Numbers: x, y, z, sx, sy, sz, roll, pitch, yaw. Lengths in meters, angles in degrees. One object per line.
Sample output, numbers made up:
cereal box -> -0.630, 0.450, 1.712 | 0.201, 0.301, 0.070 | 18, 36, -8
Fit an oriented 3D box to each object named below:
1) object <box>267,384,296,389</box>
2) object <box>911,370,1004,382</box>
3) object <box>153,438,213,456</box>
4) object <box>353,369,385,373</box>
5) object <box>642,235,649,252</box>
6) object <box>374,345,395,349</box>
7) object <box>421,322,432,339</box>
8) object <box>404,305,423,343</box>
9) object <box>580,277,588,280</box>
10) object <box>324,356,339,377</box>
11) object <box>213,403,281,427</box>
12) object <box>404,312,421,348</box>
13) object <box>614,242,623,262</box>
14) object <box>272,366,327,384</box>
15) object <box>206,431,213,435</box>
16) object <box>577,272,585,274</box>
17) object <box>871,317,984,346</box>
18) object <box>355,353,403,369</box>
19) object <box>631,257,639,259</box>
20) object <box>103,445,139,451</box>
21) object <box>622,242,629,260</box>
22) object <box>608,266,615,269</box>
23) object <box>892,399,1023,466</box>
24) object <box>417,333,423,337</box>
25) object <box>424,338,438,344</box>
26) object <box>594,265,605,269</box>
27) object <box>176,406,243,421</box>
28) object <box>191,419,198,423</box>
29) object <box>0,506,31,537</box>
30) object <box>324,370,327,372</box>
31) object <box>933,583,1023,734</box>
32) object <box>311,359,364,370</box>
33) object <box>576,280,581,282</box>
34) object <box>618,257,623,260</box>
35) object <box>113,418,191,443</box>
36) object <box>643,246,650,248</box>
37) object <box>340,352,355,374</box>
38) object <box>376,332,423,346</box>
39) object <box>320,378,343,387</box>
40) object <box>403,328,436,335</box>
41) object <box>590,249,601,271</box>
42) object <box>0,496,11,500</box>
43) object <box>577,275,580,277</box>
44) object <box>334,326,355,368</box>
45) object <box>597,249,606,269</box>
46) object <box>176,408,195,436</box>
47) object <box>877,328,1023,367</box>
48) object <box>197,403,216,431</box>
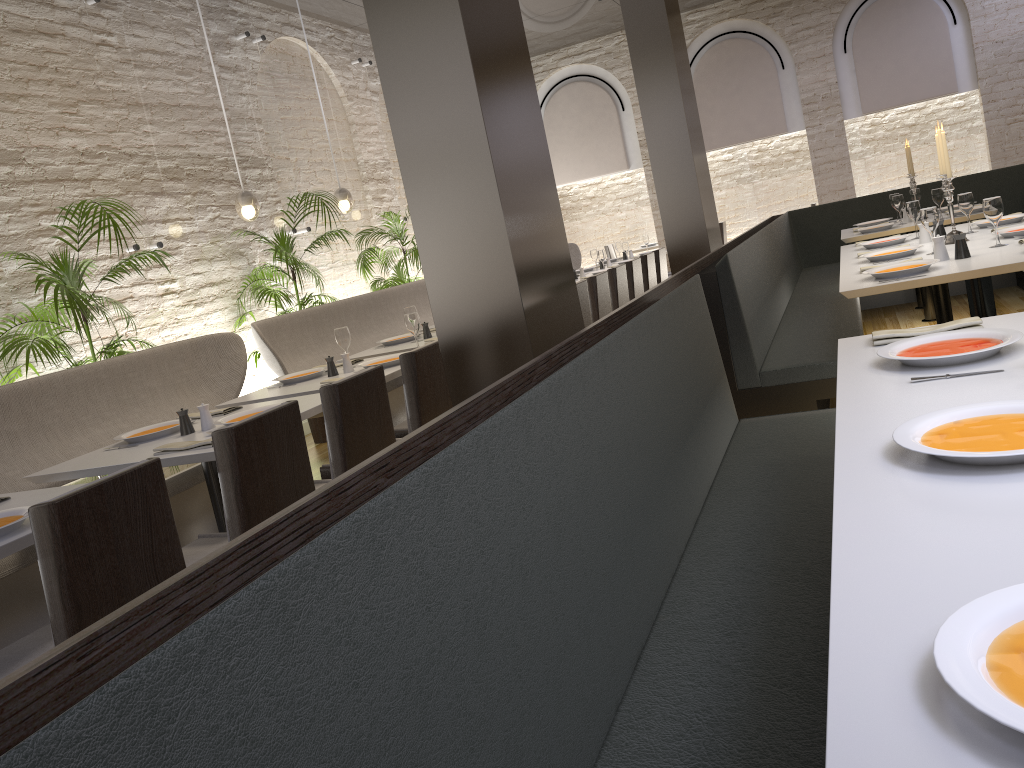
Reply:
object -> -1.216, 0.011, 4.687 | 0.185, 0.010, 0.017 | -8, 9, 22
object -> 0.974, -0.021, 1.942 | 0.185, 0.010, 0.017 | -8, 9, 22
object -> -1.172, 0.222, 3.278 | 0.272, 0.033, 0.144 | -8, 9, 22
object -> -0.725, -0.064, 4.485 | 0.181, 0.015, 0.038 | -8, 9, 23
object -> 1.706, -1.761, 11.225 | 0.086, 0.230, 0.086 | -17, 9, -38
object -> -0.815, -0.244, 5.759 | 0.185, 0.010, 0.017 | -8, 9, 22
object -> -0.558, -0.352, 5.768 | 0.059, 0.109, 0.060 | -10, 7, 14
object -> -0.633, -0.383, 5.680 | 0.087, 0.230, 0.086 | -15, 7, -20
object -> 0.805, -1.039, 8.573 | 0.272, 0.033, 0.144 | -8, 9, 22
object -> -0.958, -0.096, 4.695 | 0.059, 0.109, 0.060 | -8, 8, 30
object -> -1.049, 0.136, 3.608 | 0.321, 0.036, 0.323 | -12, 9, 0
object -> -0.530, -0.275, 4.859 | 0.086, 0.230, 0.086 | -15, 8, -26
object -> 1.316, -1.627, 10.901 | 0.086, 0.230, 0.086 | -17, 9, -38
object -> -1.150, -0.040, 4.853 | 0.323, 0.036, 0.321 | -18, 10, -32
object -> -1.115, 0.184, 3.442 | 0.181, 0.015, 0.038 | -8, 9, 23
object -> 0.752, -1.244, 9.955 | 0.185, 0.010, 0.017 | -8, 9, 22
object -> 1.149, -0.151, 2.465 | 0.272, 0.033, 0.144 | -8, 9, 22
object -> -0.659, -0.113, 4.652 | 0.323, 0.036, 0.321 | -18, 10, -32
object -> 1.577, -1.532, 10.641 | 0.272, 0.033, 0.144 | -8, 9, 22
object -> -1.606, 0.260, 3.643 | 0.185, 0.010, 0.017 | -8, 9, 22
object -> 1.318, -1.514, 10.186 | 0.086, 0.230, 0.086 | -17, 9, -38
object -> 1.185, -1.282, 9.590 | 0.272, 0.033, 0.144 | -8, 9, 22
object -> 0.797, 0.085, 1.449 | 0.321, 0.036, 0.323 | -12, 9, -2
object -> -0.691, -0.326, 6.091 | 0.181, 0.015, 0.038 | -8, 9, 23
object -> -0.382, -0.282, 5.394 | 0.272, 0.033, 0.144 | -8, 9, 22
object -> 0.952, -1.365, 10.431 | 0.272, 0.033, 0.144 | -8, 9, 22
object -> -1.405, 0.138, 4.118 | 0.272, 0.033, 0.144 | -8, 9, 22
object -> -1.482, 0.178, 3.975 | 0.181, 0.015, 0.038 | -8, 9, 23
object -> -1.479, 0.410, 2.455 | 0.321, 0.036, 0.323 | -12, 9, 0
object -> -1.092, -0.071, 5.019 | 0.181, 0.015, 0.038 | -8, 9, 23
object -> 0.541, 0.248, 0.764 | 0.321, 0.036, 0.323 | -12, 9, -2
object -> -1.015, -0.111, 5.162 | 0.272, 0.033, 0.144 | -8, 9, 22
object -> 0.544, -0.880, 7.873 | 0.321, 0.036, 0.323 | -12, 9, 0
object -> 1.344, -1.616, 11.481 | 0.272, 0.033, 0.144 | -8, 9, 22
object -> -1.540, 0.209, 3.809 | 0.321, 0.036, 0.323 | -12, 9, 0
object -> 2.070, -2.115, 13.676 | 0.185, 0.010, 0.017 | -8, 9, 22
object -> -0.878, -0.116, 4.711 | 0.059, 0.109, 0.060 | -8, 8, 30
object -> -0.750, -0.295, 5.926 | 0.321, 0.036, 0.323 | -11, 9, 5
object -> -0.783, -0.027, 4.321 | 0.272, 0.033, 0.144 | -8, 9, 22
object -> -0.615, -0.366, 6.234 | 0.272, 0.033, 0.144 | -8, 9, 22
object -> 0.928, -1.379, 9.863 | 0.086, 0.230, 0.086 | -17, 9, -38
object -> -1.835, 0.413, 2.966 | 0.272, 0.033, 0.144 | -8, 9, 22
object -> 0.573, -1.123, 9.414 | 0.272, 0.033, 0.144 | -8, 9, 22
object -> -0.922, -0.199, 4.907 | 0.086, 0.230, 0.086 | -15, 8, -26
object -> 0.940, -1.273, 9.175 | 0.086, 0.230, 0.086 | -17, 9, -38
object -> -1.348, 0.152, 3.652 | 0.059, 0.109, 0.060 | -10, 7, 14
object -> 1.058, -0.082, 2.149 | 0.321, 0.036, 0.324 | -4, 12, 41
object -> -1.268, 0.133, 3.668 | 0.059, 0.109, 0.060 | -10, 7, 14
